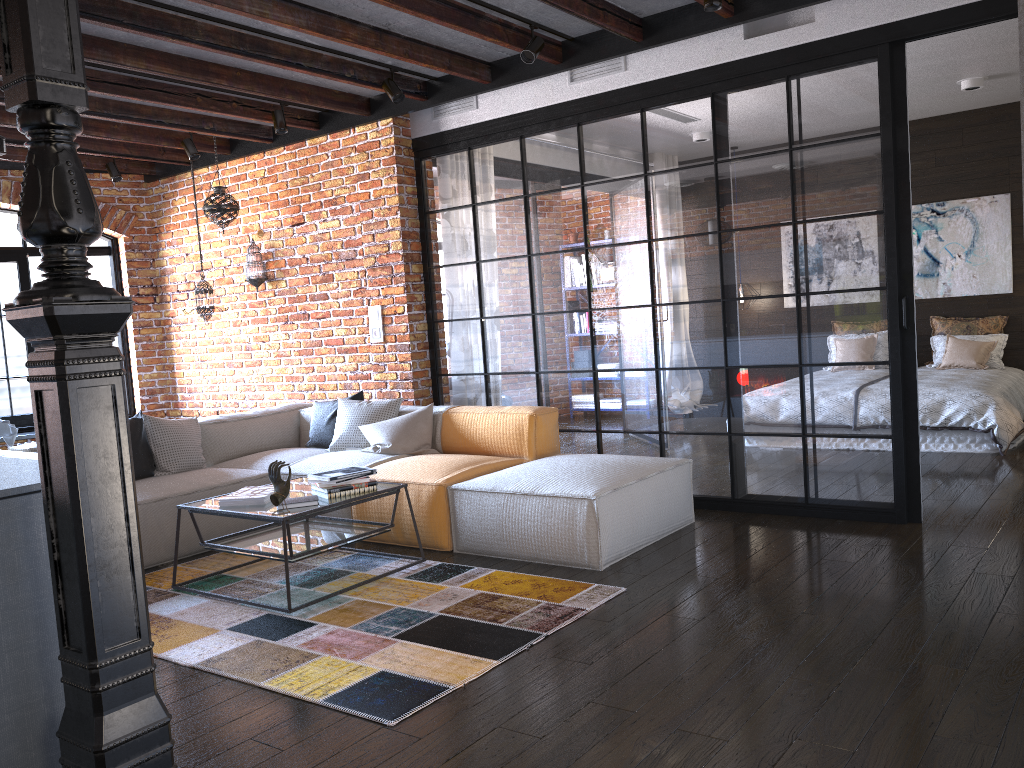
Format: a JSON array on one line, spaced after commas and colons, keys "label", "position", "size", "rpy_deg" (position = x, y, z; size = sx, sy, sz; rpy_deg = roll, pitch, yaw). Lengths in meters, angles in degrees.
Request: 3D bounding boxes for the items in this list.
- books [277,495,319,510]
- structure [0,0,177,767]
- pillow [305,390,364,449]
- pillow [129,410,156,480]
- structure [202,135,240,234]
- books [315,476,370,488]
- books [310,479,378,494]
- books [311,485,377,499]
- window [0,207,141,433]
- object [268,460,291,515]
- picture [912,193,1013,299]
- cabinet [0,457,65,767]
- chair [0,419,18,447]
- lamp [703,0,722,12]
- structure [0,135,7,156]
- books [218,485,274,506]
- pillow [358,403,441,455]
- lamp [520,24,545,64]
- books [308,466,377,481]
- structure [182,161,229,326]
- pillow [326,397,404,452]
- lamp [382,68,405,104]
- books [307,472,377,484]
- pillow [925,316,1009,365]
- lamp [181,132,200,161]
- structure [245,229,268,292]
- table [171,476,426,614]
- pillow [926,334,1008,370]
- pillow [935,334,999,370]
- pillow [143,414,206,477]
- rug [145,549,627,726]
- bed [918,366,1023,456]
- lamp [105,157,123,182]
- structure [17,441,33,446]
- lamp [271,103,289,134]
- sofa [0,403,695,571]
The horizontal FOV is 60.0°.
[{"label": "books", "position": [-0.955, 0.525, 3.947], "size": [0.182, 0.029, 0.129], "rpy_deg": [-5, 4, -16]}, {"label": "structure", "position": [0.189, -0.465, 5.802], "size": [0.481, 2.395, 8.509], "rpy_deg": [-3, 4, 17]}, {"label": "pillow", "position": [-1.202, 0.250, 5.969], "size": [0.510, 0.400, 0.263], "rpy_deg": [-2, 5, 31]}, {"label": "pillow", "position": [-2.263, 0.374, 5.143], "size": [0.238, 0.417, 0.538], "rpy_deg": [-2, 5, 26]}, {"label": "structure", "position": [-2.178, -1.505, 6.583], "size": [0.265, 0.779, 0.273], "rpy_deg": [-5, 4, -14]}, {"label": "books", "position": [-0.808, 0.454, 4.208], "size": [0.239, 0.023, 0.190], "rpy_deg": [-5, 4, -19]}, {"label": "books", "position": [-0.794, 0.476, 4.189], "size": [0.251, 0.023, 0.209], "rpy_deg": [-7, 5, -34]}, {"label": "books", "position": [-0.794, 0.499, 4.190], "size": [0.247, 0.024, 0.209], "rpy_deg": [-7, 5, -34]}, {"label": "window", "position": [-4.622, -0.499, 7.049], "size": [3.292, 2.234, 0.177], "rpy_deg": [-7, 5, -36]}, {"label": "object", "position": [-0.990, 0.439, 3.799], "size": [0.099, 0.223, 0.093], "rpy_deg": [-5, 4, -14]}, {"label": "picture", "position": [3.987, -1.221, 8.008], "size": [0.923, 0.864, 0.008], "rpy_deg": [-1, 5, 37]}, {"label": "cabinet", "position": [-2.353, 0.690, 3.031], "size": [2.960, 0.844, 0.607], "rpy_deg": [-1, 5, 37]}, {"label": "chair", "position": [-3.756, -0.601, 5.665], "size": [0.682, 2.221, 0.802], "rpy_deg": [-5, 4, -8]}, {"label": "lamp", "position": [0.938, -1.826, 4.088], "size": [0.114, 0.184, 0.082], "rpy_deg": [-4, 4, 2]}, {"label": "structure", "position": [-2.942, -1.541, 4.576], "size": [0.464, 0.817, 0.409], "rpy_deg": [-1, 5, 37]}, {"label": "books", "position": [-1.212, 0.524, 4.183], "size": [0.225, 0.038, 0.308], "rpy_deg": [-4, 4, 7]}, {"label": "pillow", "position": [-0.702, 0.295, 5.454], "size": [0.485, 0.314, 0.358], "rpy_deg": [-5, 4, -11]}, {"label": "lamp", "position": [0.108, -1.800, 4.706], "size": [0.082, 0.207, 0.159], "rpy_deg": [-1, 5, 36]}, {"label": "books", "position": [-0.801, 0.422, 4.187], "size": [0.267, 0.014, 0.196], "rpy_deg": [-8, 5, -42]}, {"label": "structure", "position": [-2.443, -1.173, 6.908], "size": [0.338, 1.438, 0.388], "rpy_deg": [-1, 5, 37]}, {"label": "pillow", "position": [-0.960, 0.265, 5.725], "size": [0.495, 0.354, 0.293], "rpy_deg": [-2, 5, 22]}, {"label": "lamp", "position": [-0.711, -1.784, 5.328], "size": [0.150, 0.210, 0.093], "rpy_deg": [-1, 5, 38]}, {"label": "books", "position": [-0.800, 0.437, 4.188], "size": [0.196, 0.014, 0.267], "rpy_deg": [-1, 5, 35]}, {"label": "pillow", "position": [4.033, -0.373, 7.888], "size": [0.646, 0.492, 0.306], "rpy_deg": [-1, 5, 37]}, {"label": "lamp", "position": [-2.374, -1.754, 6.544], "size": [0.134, 0.208, 0.090], "rpy_deg": [-4, 4, 4]}, {"label": "structure", "position": [-1.984, -0.952, 6.840], "size": [0.169, 0.483, 0.169], "rpy_deg": [-1, 5, 37]}, {"label": "table", "position": [-1.019, 0.717, 4.222], "size": [0.848, 0.389, 0.842], "rpy_deg": [-1, 5, 37]}, {"label": "pillow", "position": [3.979, -0.282, 7.756], "size": [0.621, 0.304, 0.360], "rpy_deg": [-1, 5, 33]}, {"label": "pillow", "position": [3.878, -0.280, 7.567], "size": [0.450, 0.304, 0.269], "rpy_deg": [-1, 5, 38]}, {"label": "pillow", "position": [-2.042, 0.354, 5.399], "size": [0.250, 0.402, 0.543], "rpy_deg": [-3, 4, 19]}, {"label": "rug", "position": [-0.879, 0.944, 3.849], "size": [2.364, 0.013, 1.431], "rpy_deg": [-1, 5, 37]}, {"label": "bed", "position": [3.175, 0.159, 7.487], "size": [2.233, 0.509, 2.121], "rpy_deg": [-1, 5, 35]}, {"label": "lamp", "position": [-3.225, -1.738, 7.178], "size": [0.134, 0.208, 0.093], "rpy_deg": [-3, 4, 12]}, {"label": "structure", "position": [-3.468, 0.654, 7.312], "size": [1.115, 0.476, 0.106], "rpy_deg": [-7, 5, -36]}, {"label": "lamp", "position": [-1.551, -1.776, 5.934], "size": [0.113, 0.194, 0.085], "rpy_deg": [-3, 4, 8]}, {"label": "sofa", "position": [-1.025, 0.565, 4.819], "size": [3.301, 0.698, 2.535], "rpy_deg": [-1, 5, 36]}]
